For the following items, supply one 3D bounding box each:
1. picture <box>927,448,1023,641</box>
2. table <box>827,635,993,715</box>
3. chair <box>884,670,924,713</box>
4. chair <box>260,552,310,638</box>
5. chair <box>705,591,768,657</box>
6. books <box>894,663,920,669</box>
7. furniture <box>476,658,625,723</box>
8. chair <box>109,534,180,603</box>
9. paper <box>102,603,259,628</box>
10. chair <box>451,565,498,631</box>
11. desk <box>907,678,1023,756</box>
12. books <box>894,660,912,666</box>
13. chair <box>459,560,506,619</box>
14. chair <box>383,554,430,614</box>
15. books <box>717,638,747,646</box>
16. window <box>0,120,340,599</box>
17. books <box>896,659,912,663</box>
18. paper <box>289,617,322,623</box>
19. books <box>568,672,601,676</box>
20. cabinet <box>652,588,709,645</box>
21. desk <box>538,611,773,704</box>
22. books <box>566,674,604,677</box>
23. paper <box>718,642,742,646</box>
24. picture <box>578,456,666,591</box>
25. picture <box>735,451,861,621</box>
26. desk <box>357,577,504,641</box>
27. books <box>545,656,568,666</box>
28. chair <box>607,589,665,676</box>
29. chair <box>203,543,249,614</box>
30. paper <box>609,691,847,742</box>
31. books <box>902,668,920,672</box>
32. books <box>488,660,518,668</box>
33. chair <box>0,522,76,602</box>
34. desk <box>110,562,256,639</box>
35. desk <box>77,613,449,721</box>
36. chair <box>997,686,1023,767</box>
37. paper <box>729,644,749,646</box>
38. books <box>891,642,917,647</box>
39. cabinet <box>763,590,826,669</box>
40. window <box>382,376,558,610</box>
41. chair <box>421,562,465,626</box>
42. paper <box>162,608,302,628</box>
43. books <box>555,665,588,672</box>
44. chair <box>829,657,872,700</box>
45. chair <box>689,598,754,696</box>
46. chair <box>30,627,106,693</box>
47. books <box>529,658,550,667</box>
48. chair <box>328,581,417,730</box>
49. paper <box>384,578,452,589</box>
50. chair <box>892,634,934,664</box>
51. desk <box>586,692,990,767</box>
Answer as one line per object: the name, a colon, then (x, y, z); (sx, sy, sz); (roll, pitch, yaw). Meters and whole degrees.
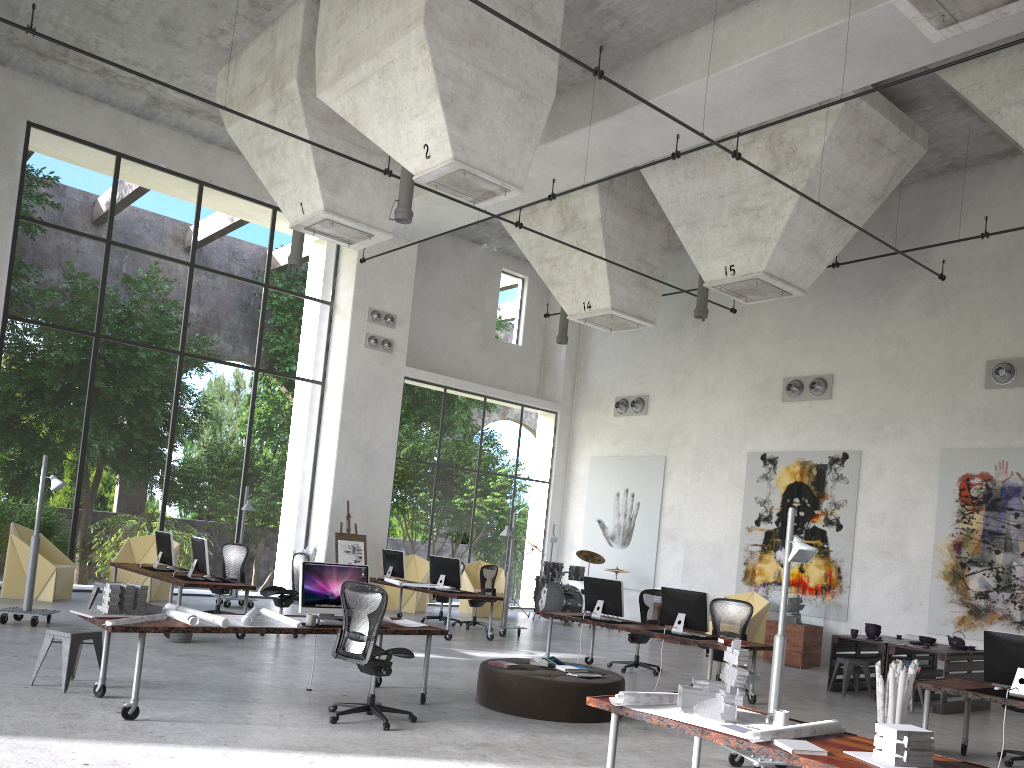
picture: (7.639, 2.489, 13.545); (0.021, 2.997, 2.217); (8, -5, -40)
table: (5.550, 4.006, 12.242); (1.524, 0.788, 1.603); (13, -11, -39)
chair: (5.052, 3.938, 11.324); (0.419, 0.485, 0.443); (0, -8, 45)
chair: (-3.240, 2.978, 12.527); (0.768, 1.176, 0.803); (2, -6, 39)
chair: (4.165, 4.389, 16.187); (0.945, 1.160, 0.979); (10, -7, -41)
books: (5.089, 3.647, 11.351); (0.285, 0.033, 0.200); (7, -10, -9)
furniture: (0.396, 3.122, 9.009); (1.526, 0.424, 1.511); (13, -12, -37)
chair: (-6.416, 3.177, 15.328); (0.978, 1.160, 0.946); (5, -5, 6)
paper: (-2.632, 1.976, 7.491); (0.891, 0.102, 1.957); (6, -10, -1)
chair: (-0.645, 3.853, 15.972); (0.790, 1.176, 0.780); (5, -5, 14)
desk: (5.027, 3.106, 7.299); (0.975, 0.717, 3.135); (12, -11, -39)
books: (5.088, 3.614, 11.356); (0.254, 0.032, 0.177); (4, -10, 11)
chair: (-0.594, 4.378, 18.791); (0.985, 1.160, 0.939); (8, -6, -20)
chair: (-2.189, 4.104, 18.153); (0.977, 1.160, 0.946); (5, -5, 9)
books: (2.542, 2.976, 10.147); (0.285, 0.052, 0.205); (7, -10, -8)
window: (-6.236, 0.052, 16.420); (6.029, 7.791, 0.067); (10, -5, -40)
books: (5.095, 3.586, 11.355); (0.204, 0.025, 0.146); (5, -10, 6)
paper: (-1.907, 2.217, 8.242); (0.489, 0.001, 0.431); (11, -11, -29)
books: (0.720, 2.882, 8.726); (0.301, 0.039, 0.222); (7, -10, -5)
cabinet: (3.280, 4.552, 17.220); (0.751, 1.006, 0.735); (10, -7, -40)
desk: (1.691, 3.473, 11.232); (0.985, 0.717, 3.133); (12, -11, -39)
books: (0.722, 2.885, 8.699); (0.302, 0.031, 0.221); (10, -11, -25)
paper: (2.564, 3.010, 10.172); (0.289, 0.001, 0.214); (-1, -12, 32)
picture: (2.499, 3.181, 20.308); (0.021, 2.996, 2.336); (8, -5, -40)
picture: (5.262, 2.753, 16.360); (0.021, 2.996, 2.354); (8, -5, -40)
desk: (-1.527, 3.838, 15.082); (0.985, 0.717, 3.133); (12, -11, -39)
books: (0.466, 2.919, 9.205); (0.204, 0.102, 0.146); (0, -10, 35)
chair: (1.787, 3.459, 12.400); (0.790, 1.176, 0.781); (3, -6, 34)
chair: (-4.464, 3.041, 13.563); (0.768, 1.176, 0.803); (5, -5, 14)
paper: (1.287, 1.968, 5.261); (1.075, 0.104, 0.989); (-4, -14, 45)
books: (5.086, 3.680, 11.350); (0.284, 0.034, 0.200); (5, -10, 6)
books: (-0.087, 2.825, 8.851); (0.254, 0.032, 0.177); (-3, -13, 41)
chair: (-7.506, 2.812, 13.894); (0.935, 1.160, 0.989); (6, -6, -4)
desk: (-4.762, 3.037, 12.408); (0.975, 0.717, 3.135); (12, -11, -39)
desk: (-2.151, 2.498, 7.920); (3.167, 0.718, 0.974); (14, -11, -39)
chair: (5.124, 3.084, 8.425); (0.790, 1.176, 0.780); (2, -6, 39)
paper: (2.571, 3.011, 10.176); (0.292, 0.001, 0.212); (10, -11, -22)
books: (5.267, 3.487, 11.796); (0.303, 0.030, 0.227); (3, -10, 18)
cabinet: (4.865, 4.221, 15.141); (0.600, 1.246, 0.742); (9, -5, -40)
window: (-0.848, 2.681, 20.118); (4.615, 4.855, 0.020); (11, -5, -40)
chair: (-1.238, 3.855, 16.317); (0.770, 1.176, 0.800); (6, -5, -1)
paper: (-2.433, 2.016, 7.620); (1.089, 0.104, 0.977); (14, -13, -39)
books: (0.615, 2.913, 8.987); (0.287, 0.033, 0.199); (11, -11, -26)
chair: (4.662, 4.031, 12.064); (0.420, 0.485, 0.442); (6, -6, -5)
chair: (2.720, 3.347, 11.249); (0.768, 1.176, 0.803); (4, -5, 19)
chair: (-3.853, 2.398, 7.683); (0.418, 0.485, 0.444); (3, -6, 23)
books: (0.292, 2.923, 9.230); (0.197, 0.034, 0.289); (5, -10, 6)
chair: (-1.203, 2.302, 7.595); (0.768, 1.176, 0.803); (4, -5, 24)
paper: (-1.638, 3.458, 15.273); (1.085, 0.104, 0.980); (11, -11, -29)
chair: (6.171, 4.277, 13.478); (0.692, 0.813, 0.783); (2, -7, 35)
desk: (1.793, 2.305, 4.626); (0.985, 0.717, 3.133); (12, -11, -39)
